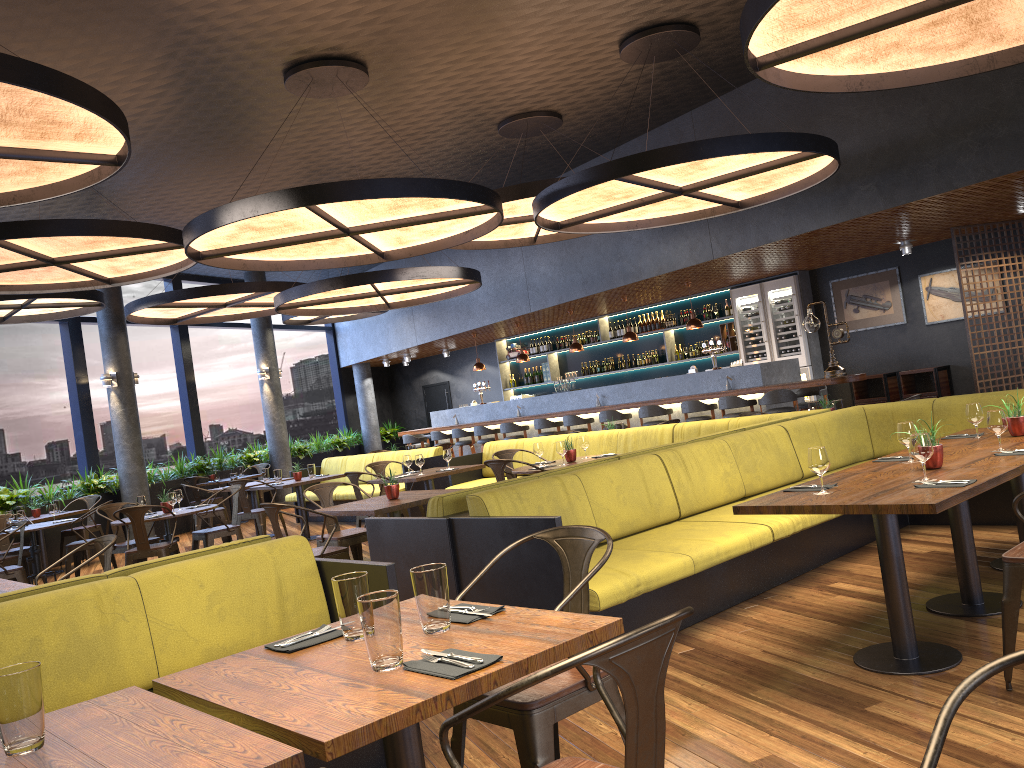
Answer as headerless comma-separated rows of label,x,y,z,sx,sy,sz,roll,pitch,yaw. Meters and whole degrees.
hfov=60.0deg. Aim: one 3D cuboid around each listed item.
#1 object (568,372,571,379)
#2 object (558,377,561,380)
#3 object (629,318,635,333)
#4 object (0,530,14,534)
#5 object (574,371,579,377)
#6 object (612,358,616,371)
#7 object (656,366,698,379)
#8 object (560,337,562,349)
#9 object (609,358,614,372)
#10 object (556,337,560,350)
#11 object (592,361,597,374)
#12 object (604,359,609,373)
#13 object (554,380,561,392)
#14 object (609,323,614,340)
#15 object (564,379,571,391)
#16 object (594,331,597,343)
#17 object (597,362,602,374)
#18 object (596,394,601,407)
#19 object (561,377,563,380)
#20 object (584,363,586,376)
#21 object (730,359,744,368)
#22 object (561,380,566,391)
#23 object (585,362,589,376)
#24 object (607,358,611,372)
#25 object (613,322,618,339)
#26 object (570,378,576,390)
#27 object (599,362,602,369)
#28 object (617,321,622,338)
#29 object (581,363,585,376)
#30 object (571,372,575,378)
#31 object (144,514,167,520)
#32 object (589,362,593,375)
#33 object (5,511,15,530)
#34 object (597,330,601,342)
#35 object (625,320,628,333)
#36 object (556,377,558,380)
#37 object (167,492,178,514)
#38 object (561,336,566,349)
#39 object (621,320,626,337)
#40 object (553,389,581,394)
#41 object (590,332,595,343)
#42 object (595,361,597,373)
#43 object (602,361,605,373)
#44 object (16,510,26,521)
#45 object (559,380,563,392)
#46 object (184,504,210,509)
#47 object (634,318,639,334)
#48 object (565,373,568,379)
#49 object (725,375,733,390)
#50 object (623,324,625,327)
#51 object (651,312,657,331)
object,1.124,-0.169,17.180,0.084,0.119,0.084,-8,-1,3
object,0.928,-0.107,17.320,0.042,0.059,0.042,-8,-1,10
object,2.139,-1.024,15.899,0.085,0.310,0.086,-8,-1,-9
object,-5.455,1.587,9.539,0.157,0.019,0.255,-9,-1,24
object,1.240,-0.188,17.052,0.084,0.119,0.084,-8,-1,3
object,1.875,-0.360,16.428,0.063,0.254,0.063,-9,-1,20
object,2.369,-0.170,13.015,0.200,0.106,0.766,-7,-2,-42
object,0.978,-0.796,17.311,0.063,0.254,0.063,-9,-1,25
object,1.830,-0.355,16.356,0.063,0.254,0.063,-8,-1,0
object,0.891,-0.785,17.247,0.063,0.254,0.063,-9,-1,30
object,1.548,-0.306,16.728,0.063,0.254,0.063,-8,-1,-15
object,1.744,-0.340,16.462,0.063,0.254,0.063,-8,-1,-25
object,0.760,0.049,14.792,0.105,0.209,0.105,-8,-1,-7
object,1.815,-0.969,16.253,0.085,0.310,0.086,-8,-1,-15
object,0.922,0.022,14.607,0.105,0.209,0.105,-8,-1,-7
object,1.572,-0.879,16.626,0.068,0.217,0.068,-7,-1,-37
object,1.626,-0.306,16.589,0.088,0.224,0.088,-8,-1,-28
object,1.347,0.251,13.872,0.114,0.203,0.069,-9,-1,37
object,0.971,-0.113,17.328,0.042,0.059,0.042,-8,-1,10
object,1.412,-0.282,16.939,0.063,0.254,0.063,-9,-2,40
object,3.086,-0.284,12.190,0.177,0.091,0.091,-9,-1,23
object,0.875,0.031,14.736,0.105,0.209,0.105,-8,-1,-7
object,1.414,-0.286,16.790,0.063,0.254,0.063,-9,-1,35
object,1.809,-0.349,16.511,0.063,0.254,0.063,-8,-1,-10
object,1.903,-0.981,16.295,0.085,0.310,0.086,-8,-1,-28
object,1.001,0.012,14.689,0.105,0.209,0.105,-8,-1,-7
object,1.646,-0.306,16.701,0.088,0.224,0.088,-9,-1,12
object,1.948,-0.991,16.111,0.085,0.310,0.086,-8,-1,-9
object,1.347,-0.275,16.865,0.063,0.254,0.063,-9,-1,20
object,1.182,-0.178,17.117,0.084,0.119,0.084,-8,-1,3
object,-3.425,1.271,8.532,0.157,0.019,0.255,-8,-1,0
object,1.494,-0.296,16.848,0.063,0.254,0.063,-8,-1,5
object,-5.593,1.520,9.886,0.097,0.206,0.097,-9,-1,34
object,1.617,-0.892,16.479,0.088,0.224,0.088,-8,-1,-28
object,2.096,-1.013,16.083,0.085,0.310,0.086,-8,-1,-31
object,0.892,-0.100,17.414,0.042,0.059,0.042,-8,-1,10
object,-3.308,1.162,8.647,0.097,0.206,0.097,-7,-1,-36
object,0.989,-0.801,17.181,0.063,0.254,0.063,-9,-1,20
object,2.008,-1.002,16.040,0.085,0.310,0.086,-8,-1,-15
object,0.912,0.123,14.749,0.273,0.019,0.437,-7,-2,-42
object,1.499,-0.869,16.568,0.068,0.217,0.068,-9,-1,32
object,1.611,-0.314,16.791,0.063,0.254,0.063,-9,-1,20
object,1.728,-0.319,16.644,0.088,0.224,0.088,-9,-1,22
object,-5.303,1.471,9.590,0.097,0.206,0.097,-9,-1,16
object,0.847,0.038,14.856,0.105,0.209,0.105,-8,-1,-7
object,-3.225,1.253,9.056,0.255,0.019,0.157,-7,-2,-44
object,2.224,-1.035,15.945,0.085,0.310,0.086,-8,-1,-2
object,1.068,-0.159,17.243,0.084,0.119,0.084,-8,-1,3
object,2.952,-0.019,12.098,0.114,0.203,0.069,-8,-1,-8
object,2.033,-1.003,16.157,0.085,0.310,0.086,-8,-1,-2
object,2.471,-1.091,15.505,0.084,0.330,0.084,-7,-1,-36
